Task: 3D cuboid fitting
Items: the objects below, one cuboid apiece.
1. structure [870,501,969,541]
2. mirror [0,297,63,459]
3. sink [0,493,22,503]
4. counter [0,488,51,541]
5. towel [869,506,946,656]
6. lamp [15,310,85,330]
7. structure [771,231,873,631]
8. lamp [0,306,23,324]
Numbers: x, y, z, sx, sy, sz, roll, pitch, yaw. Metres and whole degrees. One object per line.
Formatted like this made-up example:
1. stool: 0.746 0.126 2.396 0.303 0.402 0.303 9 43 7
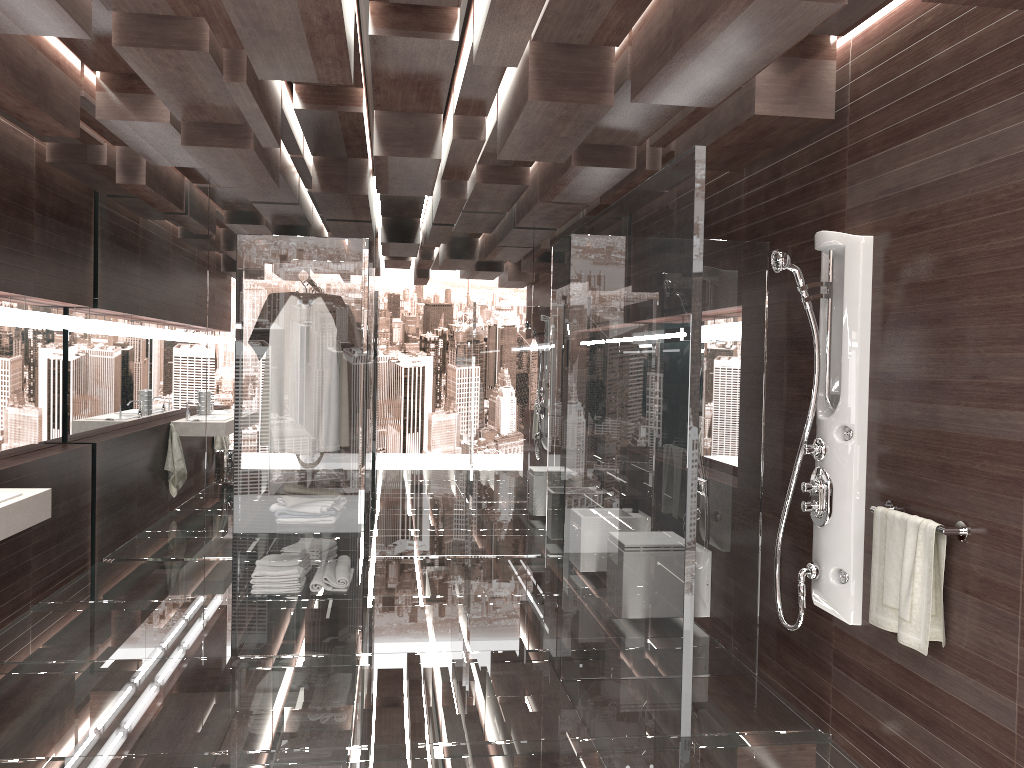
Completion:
1. structure: 1.315 0.443 2.900 0.071 0.061 0.455 1 1 -8
2. mirror: -0.635 0.046 3.708 4.126 0.916 5.081 1 1 -8
3. sink: -2.260 0.413 3.431 0.427 0.193 0.681 1 1 -8
4. counter: -2.183 0.557 2.991 0.488 0.131 1.954 1 1 -8
5. towel: 1.280 0.630 2.898 0.097 0.414 0.352 1 1 -15
6. lamp: -2.834 -0.389 5.459 0.082 0.082 0.950 1 1 -8
7. structure: 1.168 0.198 3.452 0.354 1.560 0.323 2 1 13
8. lamp: -2.697 -0.362 4.459 0.082 0.082 0.950 1 1 -8
